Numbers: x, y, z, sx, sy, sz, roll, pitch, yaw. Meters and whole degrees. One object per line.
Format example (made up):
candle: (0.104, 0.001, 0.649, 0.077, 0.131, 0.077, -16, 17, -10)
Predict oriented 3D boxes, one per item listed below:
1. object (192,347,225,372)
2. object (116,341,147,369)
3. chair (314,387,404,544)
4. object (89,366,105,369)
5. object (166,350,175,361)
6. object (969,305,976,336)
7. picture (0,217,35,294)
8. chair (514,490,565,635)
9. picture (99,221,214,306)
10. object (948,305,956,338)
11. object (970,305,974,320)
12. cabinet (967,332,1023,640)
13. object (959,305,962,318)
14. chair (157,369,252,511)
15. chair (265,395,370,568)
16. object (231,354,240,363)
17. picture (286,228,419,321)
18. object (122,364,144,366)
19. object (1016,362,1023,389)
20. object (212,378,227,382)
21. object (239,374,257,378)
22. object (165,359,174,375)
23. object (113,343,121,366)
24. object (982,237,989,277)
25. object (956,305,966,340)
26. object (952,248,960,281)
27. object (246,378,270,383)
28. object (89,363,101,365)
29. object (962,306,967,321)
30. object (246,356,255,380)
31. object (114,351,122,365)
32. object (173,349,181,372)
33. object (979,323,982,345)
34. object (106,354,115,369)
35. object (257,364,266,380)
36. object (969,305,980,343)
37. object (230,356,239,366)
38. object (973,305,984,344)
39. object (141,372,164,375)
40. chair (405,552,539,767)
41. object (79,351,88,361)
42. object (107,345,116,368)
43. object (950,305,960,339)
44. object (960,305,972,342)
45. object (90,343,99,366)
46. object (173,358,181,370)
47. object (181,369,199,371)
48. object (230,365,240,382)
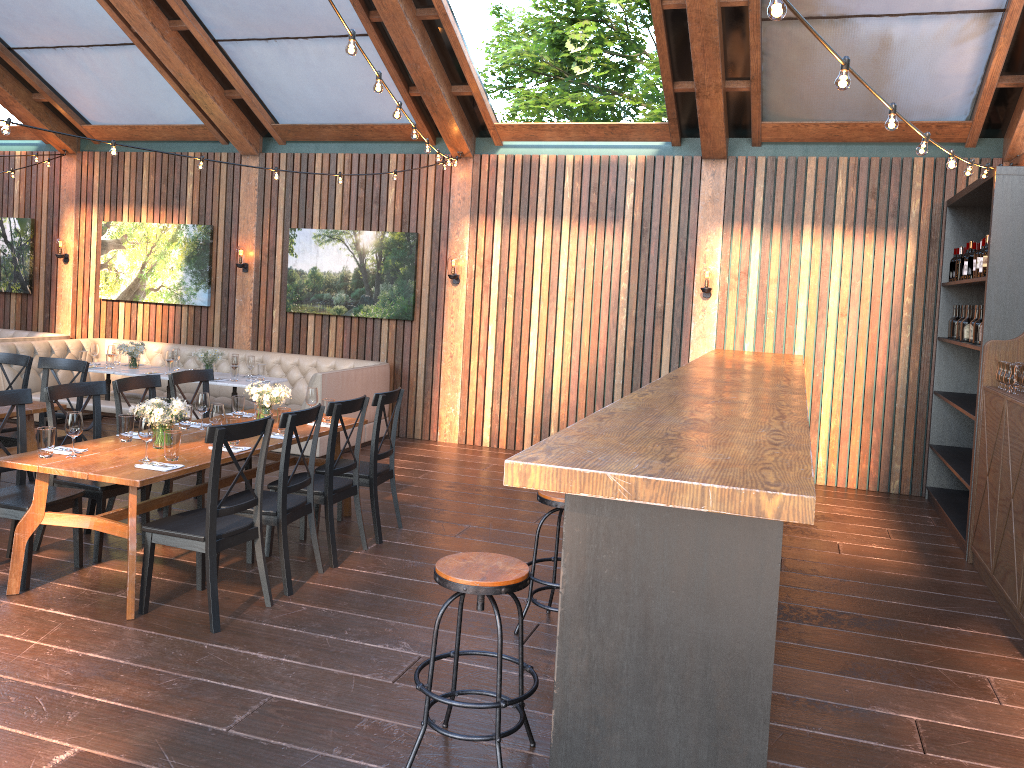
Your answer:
object: (-3.212, -0.241, 9.365, 0.336, 0.308, 0.330, 3, 4, -8)
object: (-4.123, -0.321, 9.636, 0.337, 0.308, 0.329, 7, 6, 40)
chair: (-1.066, 0.534, 6.236, 0.540, 1.017, 0.478, 4, 3, 13)
object: (-4.486, -0.181, 9.504, 0.158, 0.019, 0.256, 5, 6, 18)
object: (-3.616, -0.230, 9.357, 0.092, 0.244, 0.092, 2, 3, -30)
object: (3.792, -0.492, 7.230, 0.094, 0.307, 0.094, 4, 3, 18)
picture: (-7.136, -1.760, 11.954, 1.652, 0.995, 0.065, 5, 3, 18)
chair: (0.291, 0.927, 4.614, 0.469, 0.733, 0.468, 6, 5, 41)
picture: (-4.483, -1.520, 11.107, 1.652, 0.995, 0.065, 5, 3, 18)
object: (4.074, -0.576, 8.155, 0.094, 0.307, 0.094, 4, 3, 23)
object: (3.896, -0.517, 7.518, 0.094, 0.307, 0.094, 6, 4, 44)
cabinet: (3.215, 0.350, 5.167, 0.494, 2.086, 2.281, 4, 4, 18)
object: (4.163, -0.579, 8.228, 0.094, 0.307, 0.094, 3, 3, 4)
chair: (-2.264, 0.426, 6.622, 0.540, 1.017, 0.478, 4, 3, 18)
chair: (-1.239, 0.582, 5.703, 0.540, 1.017, 0.478, 4, 3, 18)
object: (-2.942, -0.196, 9.395, 0.092, 0.244, 0.092, 2, 3, -30)
picture: (-1.875, -1.285, 10.274, 1.652, 0.995, 0.065, 5, 3, 18)
object: (-4.291, -0.221, 9.975, 0.158, 0.019, 0.256, 5, 6, 18)
object: (3.479, -0.058, 6.094, 0.070, 0.185, 0.070, 4, 3, 22)
object: (-2.996, -0.046, 9.019, 0.158, 0.019, 0.256, 5, 6, 18)
object: (-2.817, -0.088, 9.501, 0.158, 0.019, 0.256, 5, 6, 18)
object: (-3.583, -0.174, 9.255, 0.092, 0.158, 0.092, 3, 3, 4)
object: (-4.416, -0.330, 9.869, 0.092, 0.244, 0.092, 2, 3, -24)
object: (3.559, -0.949, 6.600, 0.078, 0.311, 0.078, 4, 3, 13)
object: (3.931, -0.536, 7.712, 0.094, 0.307, 0.094, 5, 3, 39)
object: (4.010, -1.070, 7.963, 0.077, 0.308, 0.077, 3, 3, -4)
object: (-2.644, -0.041, 9.150, 0.255, 0.019, 0.158, 5, 6, 18)
object: (-4.681, -0.227, 9.823, 0.255, 0.019, 0.158, 5, 6, 18)
object: (3.832, -0.513, 7.447, 0.094, 0.307, 0.094, 4, 3, 19)
object: (-2.739, -0.172, 9.276, 0.092, 0.244, 0.092, 2, 3, -30)
object: (-4.453, -0.300, 9.975, 0.092, 0.158, 0.092, 3, 3, 4)
object: (-3.655, -0.261, 9.624, 0.092, 0.244, 0.092, 2, 3, -30)
object: (3.647, -0.453, 6.794, 0.094, 0.307, 0.095, 2, 3, -18)
object: (-4.315, -0.241, 9.499, 0.092, 0.158, 0.092, 3, 3, 4)
object: (-2.638, -0.128, 9.313, 0.092, 0.158, 0.092, 3, 3, 4)
object: (3.738, -0.483, 7.121, 0.094, 0.307, 0.094, 4, 3, 15)
object: (-2.858, -0.162, 9.116, 0.092, 0.244, 0.092, 2, 3, -30)
object: (3.656, -0.464, 6.905, 0.094, 0.307, 0.094, 2, 3, -17)
object: (-3.754, -0.114, 9.260, 0.158, 0.019, 0.256, 5, 6, 18)
chair: (-0.130, 1.044, 3.313, 0.468, 0.733, 0.469, 4, 3, 5)
object: (-4.679, -0.278, 9.653, 0.092, 0.158, 0.092, 3, 3, 4)
object: (-4.348, -0.297, 9.601, 0.092, 0.244, 0.092, 2, 3, -24)
object: (4.055, -0.567, 8.066, 0.094, 0.307, 0.094, 2, 3, -17)
object: (3.783, -0.505, 7.352, 0.094, 0.307, 0.094, 3, 3, -1)
object: (-4.574, -0.319, 9.687, 0.092, 0.244, 0.092, 2, 3, -24)
object: (-3.692, -0.231, 9.730, 0.092, 0.158, 0.092, 3, 3, 4)
object: (-3.530, -0.153, 9.731, 0.158, 0.019, 0.256, 5, 6, 18)
object: (-2.826, -0.106, 9.014, 0.092, 0.158, 0.092, 3, 3, 4)
